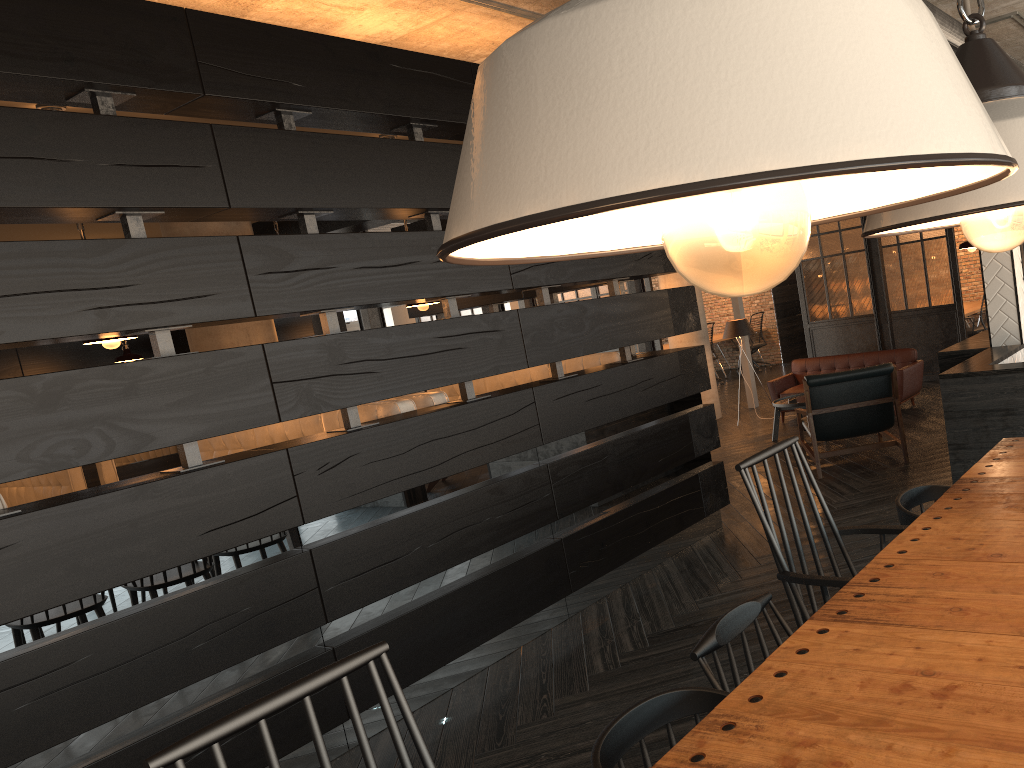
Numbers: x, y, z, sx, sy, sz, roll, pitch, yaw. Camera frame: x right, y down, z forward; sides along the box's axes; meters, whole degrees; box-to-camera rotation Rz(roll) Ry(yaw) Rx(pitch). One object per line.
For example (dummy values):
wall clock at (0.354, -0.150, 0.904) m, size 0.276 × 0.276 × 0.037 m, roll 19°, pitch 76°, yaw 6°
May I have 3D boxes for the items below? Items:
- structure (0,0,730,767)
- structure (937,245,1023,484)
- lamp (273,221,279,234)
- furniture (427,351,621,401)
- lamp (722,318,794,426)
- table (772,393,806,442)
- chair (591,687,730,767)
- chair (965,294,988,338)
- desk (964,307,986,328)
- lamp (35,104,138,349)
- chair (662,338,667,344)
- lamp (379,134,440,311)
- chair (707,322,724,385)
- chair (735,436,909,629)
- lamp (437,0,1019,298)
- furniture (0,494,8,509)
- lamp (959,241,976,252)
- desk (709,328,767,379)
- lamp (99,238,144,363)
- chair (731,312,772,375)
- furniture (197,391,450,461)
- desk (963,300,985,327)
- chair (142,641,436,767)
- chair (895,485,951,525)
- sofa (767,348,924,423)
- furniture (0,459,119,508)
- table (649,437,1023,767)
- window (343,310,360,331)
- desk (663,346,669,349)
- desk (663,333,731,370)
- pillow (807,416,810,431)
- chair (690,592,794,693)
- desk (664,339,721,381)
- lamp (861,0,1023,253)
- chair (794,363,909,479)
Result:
structure at (-2.983, 0.291, 4.536) m, size 5.252 × 2.760 × 6.282 m, roll -6°, pitch 6°, yaw 39°
structure at (5.019, -0.729, 5.763) m, size 3.408 × 2.129 × 4.243 m, roll -5°, pitch 6°, yaw 39°
lamp at (-1.754, -1.368, 5.983) m, size 0.510 × 1.515 × 0.376 m, roll -17°, pitch 9°, yaw -42°
furniture at (0.055, 0.502, 5.553) m, size 1.616 × 1.270 × 0.678 m, roll -6°, pitch 8°, yaw 36°
lamp at (2.909, -0.196, 9.698) m, size 0.870 × 1.188 × 0.528 m, roll -11°, pitch 7°, yaw -4°
table at (2.959, 0.307, 8.247) m, size 0.618 × 0.374 × 0.805 m, roll -6°, pitch 6°, yaw 35°
chair at (0.433, 0.989, 1.562) m, size 0.382 × 0.743 × 0.429 m, roll -5°, pitch 8°, yaw 39°
chair at (6.375, -0.808, 11.484) m, size 0.601 × 1.071 × 0.792 m, roll -5°, pitch 8°, yaw 40°
desk at (6.109, -0.607, 11.718) m, size 0.690 × 0.725 × 1.884 m, roll -5°, pitch 6°, yaw 41°
lamp at (-1.810, -0.665, 3.498) m, size 0.222 × 1.059 × 0.164 m, roll -18°, pitch 10°, yaw -42°
chair at (3.114, -0.616, 16.052) m, size 0.601 × 1.071 × 0.792 m, roll -5°, pitch 8°, yaw 40°
lamp at (-0.619, -0.946, 4.844) m, size 0.169 × 1.059 × 0.217 m, roll -7°, pitch 8°, yaw 32°
chair at (3.085, -0.456, 13.844) m, size 0.601 × 1.071 × 0.792 m, roll -5°, pitch 8°, yaw 40°
chair at (1.030, 0.681, 2.459) m, size 0.421 × 1.041 × 0.524 m, roll -5°, pitch 9°, yaw 39°
lamp at (-0.013, -0.909, 0.438) m, size 0.324 × 1.751 × 0.405 m, roll -7°, pitch 8°, yaw 29°
furniture at (-2.205, 1.036, 2.997) m, size 1.615 × 1.270 × 1.226 m, roll -6°, pitch 7°, yaw 38°
lamp at (3.460, -1.078, 6.244) m, size 0.227 × 0.173 × 0.195 m, roll -9°, pitch 5°, yaw 5°
desk at (4.054, -0.547, 15.474) m, size 0.690 × 0.725 × 1.884 m, roll -5°, pitch 6°, yaw 41°
lamp at (-3.206, -0.670, 6.700) m, size 0.210 × 1.059 × 0.175 m, roll -13°, pitch 7°, yaw -13°
chair at (4.334, -0.751, 15.256) m, size 0.601 × 1.071 × 0.792 m, roll -5°, pitch 8°, yaw 40°
furniture at (-0.941, 0.737, 4.426) m, size 1.615 × 1.270 × 1.226 m, roll -6°, pitch 7°, yaw 38°
desk at (7.344, -0.899, 13.114) m, size 0.690 × 0.725 × 1.884 m, roll -5°, pitch 6°, yaw 41°
chair at (-0.090, 0.946, 1.192) m, size 0.421 × 1.041 × 0.524 m, roll -5°, pitch 9°, yaw 39°
chair at (1.568, 0.722, 2.817) m, size 0.382 × 0.743 × 0.429 m, roll -5°, pitch 8°, yaw 39°
sofa at (3.628, 0.014, 9.034) m, size 1.392 × 0.642 × 0.772 m, roll -6°, pitch 7°, yaw 37°
furniture at (-3.484, 1.009, 6.250) m, size 1.623 × 1.270 × 1.226 m, roll -6°, pitch 7°, yaw 38°
table at (0.978, 0.887, 1.400) m, size 1.027 × 0.796 × 4.299 m, roll -5°, pitch 6°, yaw 42°
window at (-3.246, -0.420, 14.359) m, size 0.212 × 2.896 × 2.854 m, roll -5°, pitch 8°, yaw 42°
desk at (2.257, -0.195, 14.482) m, size 0.690 × 0.725 × 1.884 m, roll -5°, pitch 6°, yaw 41°
desk at (3.492, -0.487, 15.878) m, size 0.690 × 0.725 × 1.884 m, roll -5°, pitch 6°, yaw 41°
pillow at (2.678, 0.197, 6.625) m, size 0.688 × 0.337 × 0.248 m, roll -9°, pitch 6°, yaw -2°
chair at (0.754, 0.912, 2.026) m, size 0.398 × 0.731 × 0.429 m, roll -5°, pitch 8°, yaw 39°
desk at (2.819, -0.255, 14.078) m, size 0.690 × 0.725 × 1.884 m, roll -5°, pitch 6°, yaw 41°
lamp at (0.490, -1.028, 1.007) m, size 0.420 × 1.751 × 0.309 m, roll -17°, pitch 9°, yaw -39°
chair at (2.738, 0.227, 6.831) m, size 0.747 × 0.801 × 1.023 m, roll -9°, pitch 5°, yaw 7°
